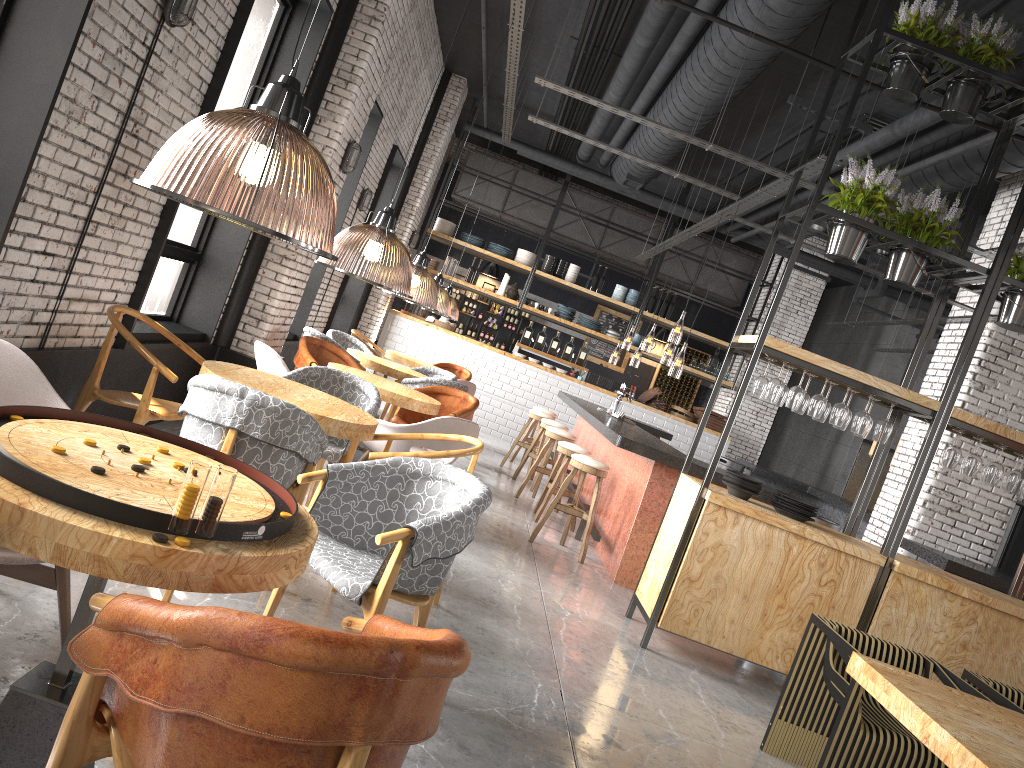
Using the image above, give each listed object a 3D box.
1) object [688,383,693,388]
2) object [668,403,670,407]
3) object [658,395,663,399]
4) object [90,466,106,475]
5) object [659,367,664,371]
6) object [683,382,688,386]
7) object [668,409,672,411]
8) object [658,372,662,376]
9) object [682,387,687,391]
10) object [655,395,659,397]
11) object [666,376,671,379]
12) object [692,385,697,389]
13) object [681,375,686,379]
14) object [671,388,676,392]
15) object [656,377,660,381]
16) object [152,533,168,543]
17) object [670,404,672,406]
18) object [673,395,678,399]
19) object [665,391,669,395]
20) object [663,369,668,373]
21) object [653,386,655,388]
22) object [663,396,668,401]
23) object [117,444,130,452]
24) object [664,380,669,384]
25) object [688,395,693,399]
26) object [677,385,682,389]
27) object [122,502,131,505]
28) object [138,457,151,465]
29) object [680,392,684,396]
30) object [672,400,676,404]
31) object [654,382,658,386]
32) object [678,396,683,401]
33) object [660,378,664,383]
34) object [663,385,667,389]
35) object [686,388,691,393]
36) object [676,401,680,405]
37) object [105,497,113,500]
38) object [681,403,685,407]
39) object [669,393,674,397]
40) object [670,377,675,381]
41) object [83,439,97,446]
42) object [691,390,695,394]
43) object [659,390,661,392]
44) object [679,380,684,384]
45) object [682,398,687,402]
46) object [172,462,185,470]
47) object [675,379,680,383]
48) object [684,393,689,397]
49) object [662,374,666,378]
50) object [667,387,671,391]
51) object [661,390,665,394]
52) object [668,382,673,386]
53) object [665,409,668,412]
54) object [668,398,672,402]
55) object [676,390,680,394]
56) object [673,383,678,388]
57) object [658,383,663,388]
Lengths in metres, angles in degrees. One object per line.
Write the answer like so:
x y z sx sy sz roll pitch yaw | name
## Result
3.587 0.034 17.824 0.079 0.079 0.284 21 2 -2 | object
3.137 0.426 17.823 0.079 0.079 0.281 21 2 -2 | object
2.997 0.260 17.830 0.079 0.079 0.281 21 2 -2 | object
-0.938 0.196 2.010 0.032 0.010 0.032 19 3 -42 | object
3.007 -0.297 17.789 0.079 0.079 0.284 21 2 -2 | object
3.500 0.002 17.801 0.079 0.079 0.284 21 2 -2 | object
3.188 0.557 17.820 0.079 0.079 0.281 21 2 -2 | object
2.969 -0.200 17.816 0.079 0.079 0.284 21 2 -2 | object
3.462 0.100 17.799 0.079 0.079 0.284 21 2 -2 | object
2.909 0.228 17.788 0.079 0.079 0.281 21 2 -2 | object
3.147 -0.131 17.788 0.079 0.079 0.284 21 2 -2 | object
3.675 0.066 17.847 0.079 0.079 0.284 21 2 -2 | object
3.448 -0.132 17.831 0.079 0.079 0.284 21 2 -2 | object
3.248 0.131 17.818 0.079 0.079 0.284 21 2 -2 | object
2.932 -0.101 17.802 0.079 0.079 0.284 21 2 -2 | object
-0.716 0.314 1.806 0.032 0.010 0.032 19 3 -42 | object
3.225 0.458 17.842 0.079 0.079 0.281 21 2 -2 | object
3.299 0.261 17.838 0.079 0.079 0.281 21 2 -2 | object
3.122 0.195 17.836 0.079 0.079 0.281 21 2 -2 | object
3.096 -0.263 17.778 0.079 0.079 0.284 21 2 -2 | object
2.857 0.095 17.821 0.079 0.079 0.281 21 2 -2 | object
3.086 0.295 17.795 0.079 0.079 0.281 21 2 -2 | object
-0.993 0.164 2.268 0.032 0.010 0.032 19 3 -42 | object
3.108 -0.035 17.824 0.079 0.079 0.284 21 2 -2 | object
3.602 0.265 17.812 0.079 0.079 0.284 21 2 -2 | object
3.373 0.065 17.834 0.079 0.079 0.284 21 2 -2 | object
-0.803 0.256 1.843 0.032 0.010 0.032 19 3 -42 | object
-0.921 0.193 2.222 0.032 0.010 0.032 19 3 -42 | object
3.425 0.197 17.825 0.079 0.079 0.284 21 2 -2 | object
3.262 0.360 17.825 0.079 0.079 0.281 21 2 -2 | object
2.896 -0.001 17.781 0.079 0.079 0.284 21 2 -2 | object
3.388 0.296 17.826 0.079 0.079 0.281 21 2 -2 | object
3.020 -0.069 17.826 0.079 0.079 0.284 21 2 -2 | object
3.072 0.065 17.802 0.079 0.079 0.284 21 2 -2 | object
3.550 0.131 17.842 0.079 0.079 0.284 21 2 -2 | object
3.350 0.393 17.848 0.079 0.079 0.281 21 2 -2 | object
-0.835 0.245 1.833 0.032 0.010 0.032 19 3 -42 | object
3.438 0.426 17.847 0.079 0.079 0.281 21 2 -2 | object
3.211 0.229 17.819 0.079 0.079 0.281 21 2 -2 | object
3.234 -0.099 17.810 0.079 0.079 0.284 21 2 -2 | object
-1.049 0.145 2.204 0.032 0.010 0.032 19 3 -42 | object
3.638 0.165 17.829 0.079 0.079 0.284 21 2 -2 | object
2.946 0.130 17.790 0.079 0.079 0.281 21 2 -2 | object
3.411 -0.033 17.817 0.079 0.079 0.284 21 2 -2 | object
3.477 0.330 17.806 0.079 0.079 0.281 21 2 -2 | object
-0.864 0.212 2.297 0.032 0.010 0.032 19 3 -42 | object
3.323 -0.065 17.790 0.079 0.079 0.284 21 2 -2 | object
3.513 0.230 17.843 0.079 0.079 0.284 21 2 -2 | object
3.058 -0.166 17.804 0.079 0.079 0.284 21 2 -2 | object
3.160 0.097 17.815 0.079 0.079 0.284 21 2 -2 | object
3.034 0.162 17.812 0.079 0.079 0.281 21 2 -2 | object
3.198 0.000 17.789 0.079 0.079 0.284 21 2 -2 | object
3.100 0.525 17.802 0.079 0.079 0.281 21 2 -2 | object
3.174 0.328 17.812 0.079 0.079 0.281 21 2 -2 | object
3.336 0.163 17.841 0.079 0.079 0.284 21 2 -2 | object
3.286 0.033 17.797 0.079 0.079 0.284 21 2 -2 | object
2.983 0.031 17.808 0.079 0.079 0.284 21 2 -2 | object
